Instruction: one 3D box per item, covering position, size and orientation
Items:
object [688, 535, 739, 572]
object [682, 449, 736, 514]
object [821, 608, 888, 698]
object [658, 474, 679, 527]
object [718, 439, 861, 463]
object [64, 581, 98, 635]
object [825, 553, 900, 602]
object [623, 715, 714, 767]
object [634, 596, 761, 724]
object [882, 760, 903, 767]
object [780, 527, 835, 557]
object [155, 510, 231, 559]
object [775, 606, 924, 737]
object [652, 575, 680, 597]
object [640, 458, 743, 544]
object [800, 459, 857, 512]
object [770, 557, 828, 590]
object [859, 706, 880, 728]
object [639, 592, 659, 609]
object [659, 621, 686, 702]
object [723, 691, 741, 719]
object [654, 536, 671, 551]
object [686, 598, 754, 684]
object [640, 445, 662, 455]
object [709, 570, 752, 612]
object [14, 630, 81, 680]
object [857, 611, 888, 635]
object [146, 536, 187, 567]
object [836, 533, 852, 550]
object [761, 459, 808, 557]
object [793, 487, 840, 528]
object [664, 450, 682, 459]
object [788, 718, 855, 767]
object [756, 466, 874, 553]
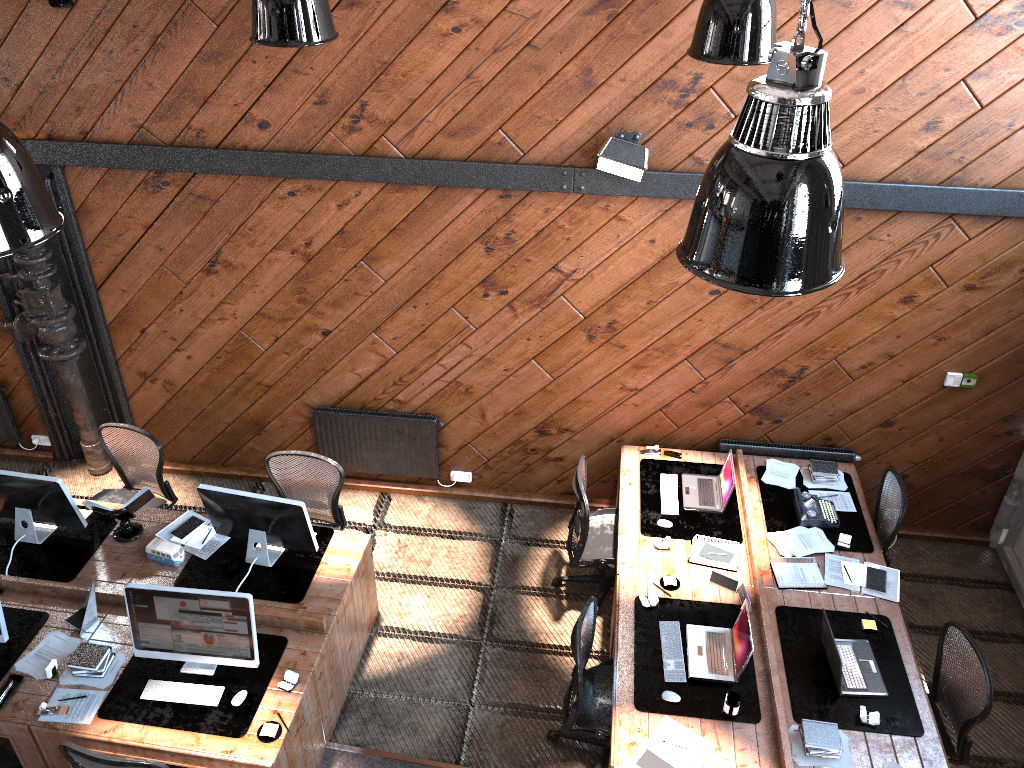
[{"bbox_3d":[1.328,1.108,5.827,0.316,0.060,0.229,9,34,12],"label":"object"},{"bbox_3d":[1.384,0.672,6.271,0.323,0.283,0.390,4,34,6],"label":"object"},{"bbox_3d":[1.938,1.513,5.011,0.323,0.283,0.390,2,34,1],"label":"object"},{"bbox_3d":[1.111,0.818,6.275,0.139,0.040,0.577,6,34,8],"label":"object"},{"bbox_3d":[2.102,0.736,6.888,1.064,0.628,0.073,4,34,6],"label":"object"},{"bbox_3d":[-2.552,1.308,5.226,0.178,0.320,0.165,10,35,13],"label":"object"},{"bbox_3d":[2.242,1.228,5.685,0.467,0.017,0.304,12,35,16],"label":"object"},{"bbox_3d":[0.811,1.938,4.598,0.304,0.017,0.467,25,41,32],"label":"object"},{"bbox_3d":[1.057,1.577,5.161,0.687,0.008,0.848,4,34,5],"label":"object"},{"bbox_3d":[2.003,2.027,4.443,0.363,0.065,0.325,10,35,14],"label":"object"},{"bbox_3d":[1.975,1.056,5.933,0.315,0.002,0.246,-7,34,-11],"label":"object"},{"bbox_3d":[-2.120,1.003,5.953,0.467,0.017,0.304,18,37,24],"label":"object"},{"bbox_3d":[1.913,1.625,5.101,0.687,0.008,0.848,4,34,5],"label":"object"},{"bbox_3d":[0.996,1.260,5.619,0.154,0.026,0.158,-25,41,-33],"label":"object"},{"bbox_3d":[1.257,0.817,6.309,0.687,0.008,0.848,4,34,5],"label":"object"},{"bbox_3d":[2.272,0.716,6.373,0.319,0.098,0.478,3,34,4],"label":"object"},{"bbox_3d":[1.838,1.210,5.680,0.316,0.060,0.229,1,34,0],"label":"object"},{"bbox_3d":[1.930,1.793,4.787,0.106,0.063,0.082,11,35,16],"label":"object"},{"bbox_3d":[0.842,1.331,5.465,0.106,0.063,0.082,-6,34,-9],"label":"object"},{"bbox_3d":[0.926,1.589,5.110,0.139,0.040,0.577,4,34,5],"label":"object"},{"bbox_3d":[1.193,1.739,4.812,0.078,0.138,0.099,11,35,16],"label":"object"},{"bbox_3d":[1.000,1.054,5.898,0.106,0.063,0.082,3,34,3],"label":"object"},{"bbox_3d":[1.174,1.446,5.050,0.320,0.288,0.380,4,34,6],"label":"object"},{"bbox_3d":[1.056,0.496,6.740,0.159,0.064,0.054,0,34,0],"label":"object"},{"bbox_3d":[1.395,1.278,5.547,0.129,0.083,0.347,-20,39,-28],"label":"object"},{"bbox_3d":[-2.680,1.563,5.127,0.246,0.002,0.315,13,36,18],"label":"object"},{"bbox_3d":[2.158,1.448,5.345,0.154,0.026,0.158,-21,39,-30],"label":"object"},{"bbox_3d":[-2.248,1.092,5.765,0.253,0.146,0.128,12,35,17],"label":"object"},{"bbox_3d":[2.214,1.050,5.907,0.082,0.063,0.106,14,36,20],"label":"object"},{"bbox_3d":[1.927,0.853,6.247,0.356,0.002,1.058,3,34,4],"label":"object"},{"bbox_3d":[2.105,0.856,6.136,0.290,0.116,0.322,3,34,4],"label":"object"},{"bbox_3d":[1.216,0.531,6.708,0.134,0.042,0.022,13,36,18],"label":"object"},{"bbox_3d":[1.613,1.935,4.546,0.319,0.098,0.478,3,34,4],"label":"object"},{"bbox_3d":[2.113,0.866,6.250,0.687,0.008,0.848,4,34,5],"label":"object"}]
